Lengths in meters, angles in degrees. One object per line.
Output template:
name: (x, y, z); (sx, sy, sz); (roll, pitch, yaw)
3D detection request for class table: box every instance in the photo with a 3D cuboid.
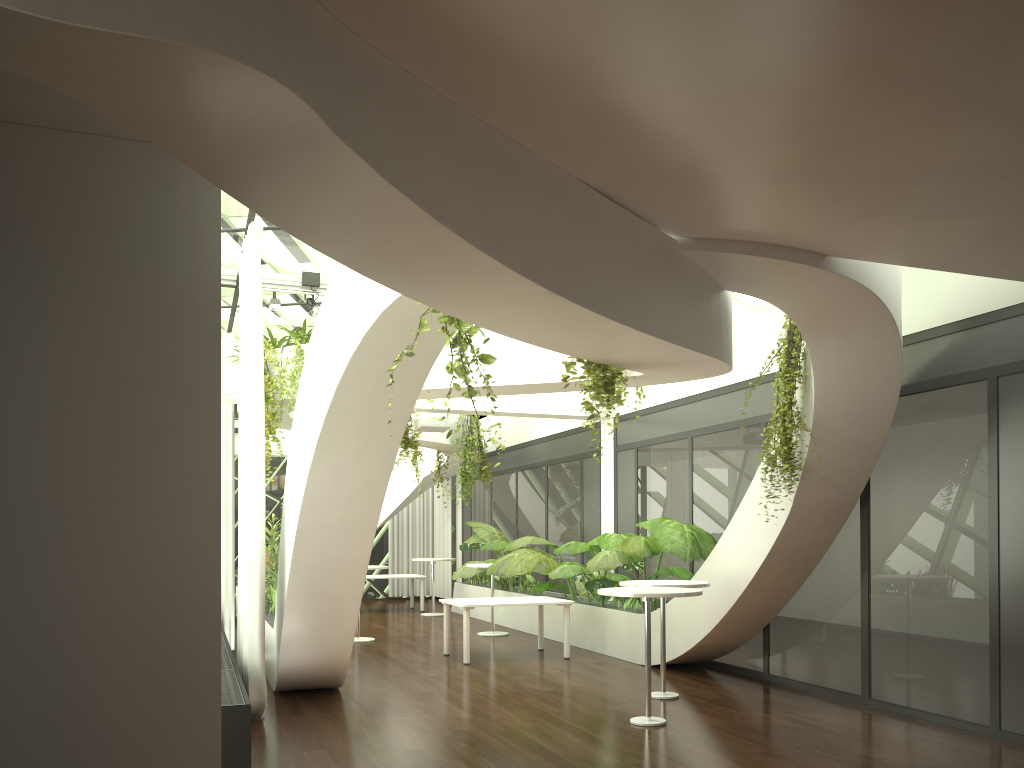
table: (-0.079, 3.124, 11.183); (1.502, 0.715, 1.079); (3, -8, -20)
table: (-1.519, 3.951, 17.032); (0.856, 1.092, 0.863); (-1, -4, 15)
table: (1.464, 2.449, 8.392); (0.858, 1.092, 0.861); (3, -5, -35)
table: (1.139, 2.249, 7.231); (0.858, 1.092, 0.861); (3, -5, -35)
table: (-0.283, 3.366, 13.670); (0.856, 1.092, 0.863); (-1, -4, 15)
table: (-2.596, 4.314, 18.030); (1.502, 0.715, 1.079); (3, -8, -20)
table: (-2.261, 3.248, 12.943); (0.856, 1.092, 0.863); (-1, -4, 15)

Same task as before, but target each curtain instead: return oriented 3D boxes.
curtain: (-2.382, 3.079, 21.120); (1.231, 4.075, 0.160); (0, -1, -21)
curtain: (-3.815, 1.461, 11.717); (0.160, 4.075, 1.048); (0, -1, -21)
curtain: (-2.293, 0.811, 7.725); (0.209, 4.164, 1.091); (0, -1, -20)
curtain: (-1.614, 2.977, 20.548); (0.160, 4.075, 1.003); (0, -1, -21)

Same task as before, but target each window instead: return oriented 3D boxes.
window: (0.125, 2.758, 16.385); (0.050, 3.219, 7.260); (0, -8, -20)
window: (-4.459, 2.824, 20.608); (5.745, 4.627, 0.038); (2, -1, -20)
window: (-1.620, -0.828, 12.810); (5.696, 0.055, 16.905); (3, -10, -20)
window: (2.721, 1.530, 9.324); (0.050, 3.219, 7.170); (0, -8, -20)

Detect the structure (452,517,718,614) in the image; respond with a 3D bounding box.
structure: (0.176, 2.889, 13.226); (1.784, 1.703, 8.998); (2, -10, -20)

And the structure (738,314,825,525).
structure: (2.410, 0.151, 7.426); (0.615, 2.109, 1.071); (0, -2, -8)

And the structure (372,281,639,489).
structure: (0.278, -0.102, 6.133); (1.233, 1.846, 3.234); (-3, -7, 35)

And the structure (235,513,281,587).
structure: (-4.745, 3.212, 17.311); (2.033, 1.658, 4.826); (-1, -9, 11)

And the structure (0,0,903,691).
structure: (-0.074, 1.338, 8.371); (5.921, 4.190, 24.648); (1, -10, -14)

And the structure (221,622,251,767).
structure: (-4.353, 3.474, 12.496); (0.259, 0.500, 15.302); (1, -9, -20)

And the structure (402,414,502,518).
structure: (-1.106, 1.386, 15.752); (1.440, 2.064, 1.644); (-3, -5, 34)

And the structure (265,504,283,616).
structure: (-2.693, 2.188, 10.844); (0.854, 1.588, 3.362); (1, -8, -21)

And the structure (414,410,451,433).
structure: (-1.096, 0.508, 11.940); (0.463, 0.275, 0.391); (3, -7, -20)

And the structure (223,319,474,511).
structure: (-1.420, 0.294, 9.830); (4.644, 2.306, 1.453); (-5, -5, 33)
